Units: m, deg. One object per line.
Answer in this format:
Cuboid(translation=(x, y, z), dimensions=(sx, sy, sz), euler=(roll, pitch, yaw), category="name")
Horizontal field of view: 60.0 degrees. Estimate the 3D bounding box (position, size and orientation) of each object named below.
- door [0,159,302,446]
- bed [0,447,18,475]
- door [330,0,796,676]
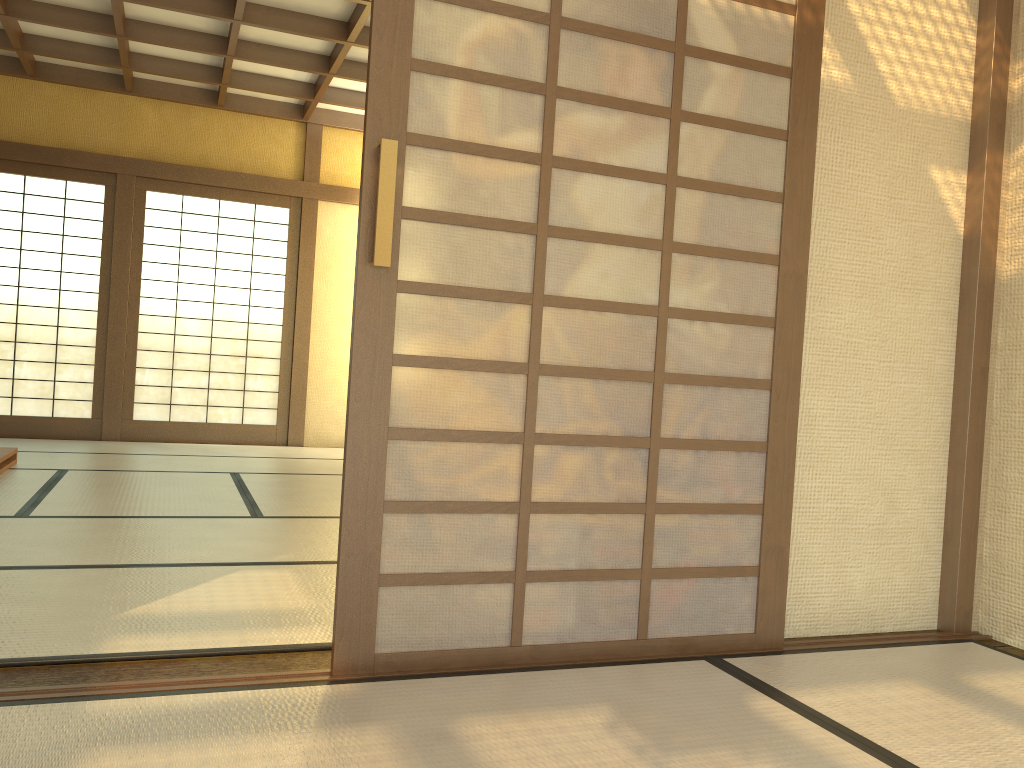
Cuboid(translation=(-3.306, -0.633, 7.459), dimensions=(2.890, 2.230, 0.140), euler=(3, 1, -21), category="door")
Cuboid(translation=(-3.808, 0.378, 4.050), dimensions=(2.400, 0.188, 2.400), euler=(3, 1, -21), category="bed")
Cuboid(translation=(0.198, -0.392, 2.376), dimensions=(1.230, 2.265, 0.076), euler=(3, 1, -21), category="door")
